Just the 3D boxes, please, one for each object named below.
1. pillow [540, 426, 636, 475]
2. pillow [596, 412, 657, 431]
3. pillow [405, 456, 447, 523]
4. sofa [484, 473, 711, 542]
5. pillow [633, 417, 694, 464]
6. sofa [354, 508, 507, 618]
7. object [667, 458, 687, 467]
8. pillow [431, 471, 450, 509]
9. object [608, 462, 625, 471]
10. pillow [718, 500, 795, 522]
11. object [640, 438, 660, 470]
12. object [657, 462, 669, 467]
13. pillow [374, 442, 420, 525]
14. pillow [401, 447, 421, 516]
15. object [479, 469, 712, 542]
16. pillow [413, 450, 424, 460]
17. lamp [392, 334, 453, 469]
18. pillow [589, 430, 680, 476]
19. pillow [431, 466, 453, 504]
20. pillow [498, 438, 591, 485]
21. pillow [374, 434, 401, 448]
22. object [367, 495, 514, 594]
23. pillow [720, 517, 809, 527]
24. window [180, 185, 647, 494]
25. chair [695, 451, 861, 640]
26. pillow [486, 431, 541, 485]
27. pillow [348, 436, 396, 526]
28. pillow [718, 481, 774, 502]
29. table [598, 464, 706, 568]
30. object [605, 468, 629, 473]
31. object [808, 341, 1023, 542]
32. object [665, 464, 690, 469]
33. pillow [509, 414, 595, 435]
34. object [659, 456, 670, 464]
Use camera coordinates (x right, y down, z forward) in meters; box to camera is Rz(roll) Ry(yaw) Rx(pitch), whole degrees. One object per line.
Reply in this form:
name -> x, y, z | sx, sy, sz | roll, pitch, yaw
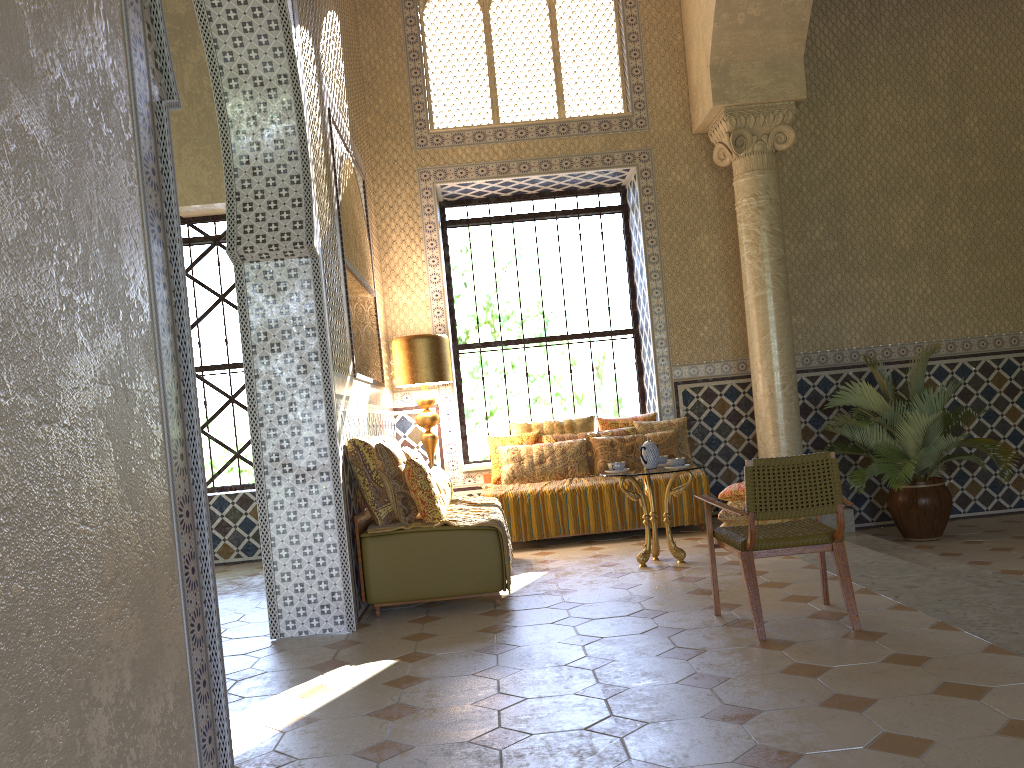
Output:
pillow -> 1.060, 0.937, 11.915 | 1.341, 0.616, 0.370 | -5, 0, -1
pillow -> 1.630, 0.818, 12.225 | 0.855, 0.801, 0.393 | -5, 0, -1
pillow -> -0.785, 0.982, 8.098 | 0.345, 0.651, 0.685 | -5, -1, -2
sofa -> 1.064, 1.555, 11.677 | 2.849, 0.938, 1.274 | -5, -1, -2
pillow -> 2.050, 0.815, 11.960 | 0.741, 0.694, 0.340 | -5, 0, -1
sofa -> -0.727, 1.616, 9.092 | 1.273, 0.937, 2.852 | -5, -2, -2
object -> 1.655, 0.797, 8.884 | 0.183, 0.100, 0.184 | -5, -2, -5
pillow -> -0.774, 1.111, 8.899 | 0.271, 0.450, 0.983 | -5, -2, -2
object -> 1.083, 0.862, 9.152 | 0.183, 0.100, 0.183 | -5, -2, -20
pillow -> 2.926, 1.467, 10.396 | 0.933, 0.347, 0.879 | -6, -2, 19
object -> 1.430, 0.723, 9.199 | 0.272, 0.324, 0.199 | -5, 0, -12
object -> 1.593, 0.868, 9.518 | 0.255, 0.032, 0.256 | -4, -3, -23
pillow -> -1.058, 0.918, 8.233 | 0.383, 0.781, 0.834 | -5, -1, -1
pillow -> -0.998, 0.978, 8.979 | 0.340, 0.693, 0.741 | -5, -1, -1
object -> 1.025, 1.547, 11.613 | 2.885, 0.718, 1.315 | -5, -2, -1
pillow -> -1.017, 1.043, 9.782 | 0.313, 0.638, 0.682 | -5, -1, -1
lamp -> -1.066, 0.788, 11.512 | 0.735, 2.815, 0.738 | -6, 1, -33
pillow -> 1.646, 0.929, 11.712 | 1.191, 0.547, 0.329 | -5, 0, -1
pillow -> -0.799, 1.152, 9.836 | 0.271, 0.450, 0.983 | -5, -2, -2
pillow -> 0.426, 1.043, 11.681 | 1.191, 0.547, 0.329 | -5, 0, -1
pillow -> -1.300, 0.958, 9.647 | 0.422, 0.832, 1.193 | -5, -1, -2
object -> -0.666, 1.601, 9.081 | 1.314, 0.718, 2.888 | -5, -2, -2
pillow -> 2.964, 1.667, 10.409 | 0.993, 0.368, 1.041 | -6, -2, 23
window -> -2.309, -0.613, 12.910 | 8.479, 3.993, 0.574 | -5, 1, -5
chair -> 1.913, 1.097, 6.355 | 0.950, 1.210, 0.907 | -5, 0, -2
pillow -> 0.052, 1.001, 11.909 | 0.741, 0.694, 0.340 | -5, 0, -1
pillow -> -1.268, 0.905, 8.451 | 0.422, 0.832, 1.193 | -5, -1, -2
pillow -> 2.923, 1.258, 10.385 | 0.806, 0.311, 0.746 | -7, -2, 32
table -> 1.489, 1.370, 9.168 | 1.103, 0.981, 1.098 | -6, -1, 28
object -> 1.087, 0.900, 9.153 | 0.255, 0.032, 0.256 | -4, -3, -23
object -> 5.191, 0.717, 11.193 | 2.638, 2.503, 2.167 | -5, -1, -15
object -> 1.657, 0.835, 8.885 | 0.255, 0.032, 0.256 | -5, -2, -5
pillow -> 0.597, 0.883, 12.141 | 1.192, 0.833, 0.422 | -5, 0, -1
object -> 1.589, 0.830, 9.517 | 0.183, 0.100, 0.183 | -5, -2, -13
